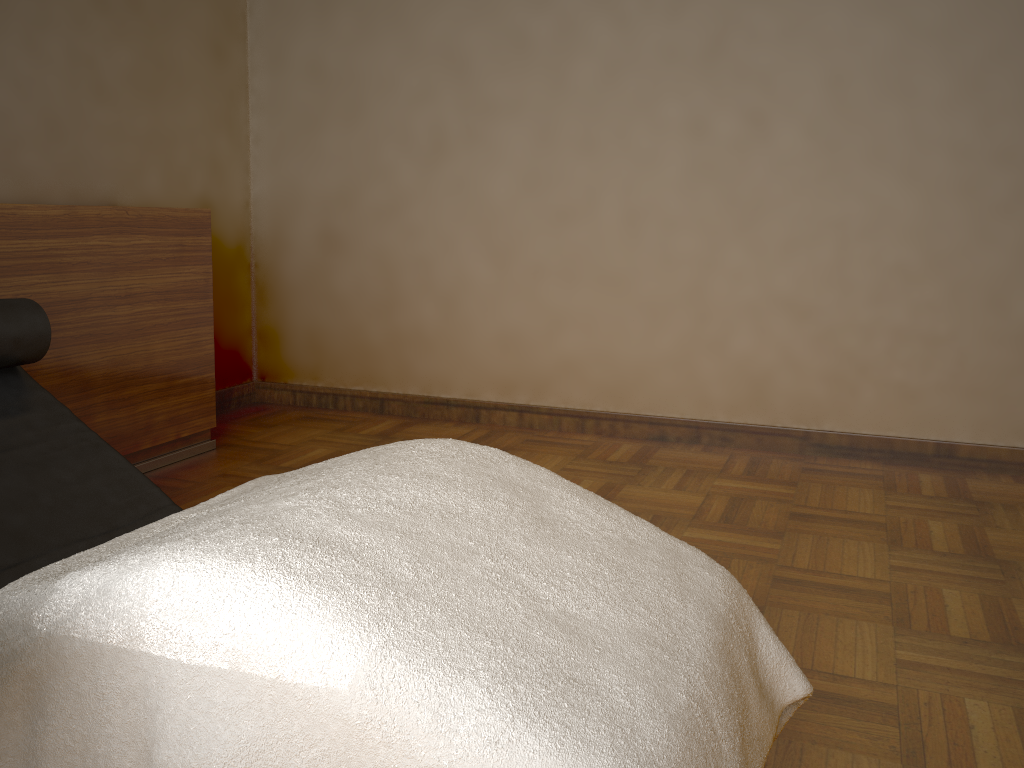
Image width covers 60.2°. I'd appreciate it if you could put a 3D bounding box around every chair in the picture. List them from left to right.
[{"bbox_3d":[-0.594,0.209,1.326,1.791,0.790,0.641,4,8,22],"label":"chair"}]

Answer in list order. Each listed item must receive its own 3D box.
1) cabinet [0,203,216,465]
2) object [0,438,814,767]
[{"bbox_3d":[-1.607,-0.091,2.571,0.416,0.853,1.690,3,10,21],"label":"cabinet"},{"bbox_3d":[-0.111,0.397,1.130,0.910,0.515,0.926,4,10,22],"label":"object"}]
